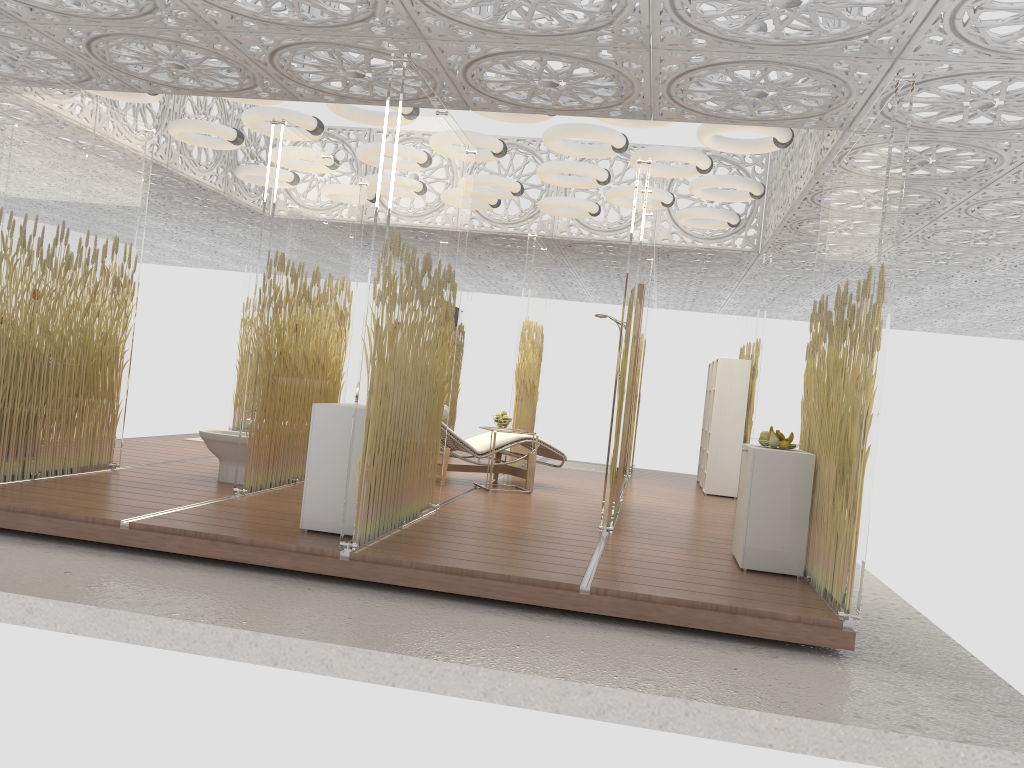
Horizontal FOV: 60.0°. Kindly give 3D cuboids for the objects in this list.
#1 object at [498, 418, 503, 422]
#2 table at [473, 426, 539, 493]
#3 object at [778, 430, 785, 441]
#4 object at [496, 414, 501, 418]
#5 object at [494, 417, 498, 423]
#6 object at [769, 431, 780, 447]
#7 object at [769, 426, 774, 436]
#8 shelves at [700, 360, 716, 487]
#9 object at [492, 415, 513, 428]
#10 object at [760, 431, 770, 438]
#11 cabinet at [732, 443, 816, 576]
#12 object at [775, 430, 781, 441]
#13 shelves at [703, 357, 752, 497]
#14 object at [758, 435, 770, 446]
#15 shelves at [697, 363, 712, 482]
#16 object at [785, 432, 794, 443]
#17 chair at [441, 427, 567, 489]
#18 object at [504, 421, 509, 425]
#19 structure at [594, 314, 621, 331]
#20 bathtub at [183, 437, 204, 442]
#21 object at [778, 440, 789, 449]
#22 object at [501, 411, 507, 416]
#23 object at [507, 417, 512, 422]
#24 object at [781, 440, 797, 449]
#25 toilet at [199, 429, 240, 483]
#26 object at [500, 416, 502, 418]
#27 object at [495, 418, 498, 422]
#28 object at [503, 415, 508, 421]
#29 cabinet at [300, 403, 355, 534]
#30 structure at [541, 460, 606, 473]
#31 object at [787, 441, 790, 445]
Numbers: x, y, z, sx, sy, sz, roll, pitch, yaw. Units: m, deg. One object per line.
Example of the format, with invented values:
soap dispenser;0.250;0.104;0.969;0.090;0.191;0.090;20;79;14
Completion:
object;-0.105;0.325;7.988;0.047;0.045;0.047;6;0;13
table;-0.057;0.677;8.016;0.420;0.535;0.420;6;0;-21
object;1.680;0.322;5.517;0.045;0.064;0.202;6;0;13
object;-0.125;0.289;8.001;0.047;0.045;0.047;6;0;10
object;-0.132;0.324;8.059;0.058;0.058;0.058;6;0;-24
object;1.608;0.339;5.436;0.064;0.097;0.064;6;0;0
object;1.633;0.303;5.542;0.035;0.084;0.200;6;0;31
shelves;2.434;0.474;10.289;0.344;1.460;0.366;6;0;9
object;-0.086;0.348;8.042;0.206;0.105;0.206;6;0;-36
object;1.607;0.333;5.606;0.077;0.067;0.078;6;0;11
cabinet;1.606;0.755;5.487;0.358;0.712;0.595;6;0;9
object;1.663;0.329;5.535;0.032;0.085;0.186;6;0;21
shelves;2.321;0.461;9.595;0.344;1.460;0.366;6;0;9
object;1.563;0.350;5.495;0.066;0.065;0.091;6;0;24
shelves;2.547;0.487;10.983;0.344;1.460;0.366;6;0;9
object;1.722;0.335;5.546;0.051;0.079;0.186;6;0;-12
chair;-0.347;0.522;8.329;1.787;0.811;0.635;6;0;-31
object;-0.047;0.351;8.006;0.045;0.042;0.045;6;0;4
structure;1.307;-0.099;11.374;0.624;2.402;0.433;6;0;-4
bathtub;-3.073;0.757;10.321;0.700;0.582;1.700;6;0;9
object;1.664;0.373;5.439;0.055;0.055;0.066;6;0;-33
object;-0.072;0.270;8.035;0.055;0.056;0.055;6;0;9
object;-0.028;0.324;8.045;0.055;0.048;0.054;6;0;3
object;1.726;0.361;5.549;0.035;0.092;0.194;6;0;-22
toilet;-2.099;0.500;6.788;0.611;0.506;0.401;6;0;9
object;-0.106;0.303;8.034;0.040;0.038;0.040;6;0;-20
object;-0.138;0.325;8.018;0.040;0.040;0.039;6;0;1
object;-0.061;0.307;8.001;0.055;0.054;0.050;6;0;-21
cabinet;-0.944;0.488;5.285;0.358;0.712;0.595;6;0;9
structure;0.864;1.082;11.498;0.879;0.039;1.053;6;0;9
object;1.697;0.358;5.536;0.030;0.090;0.195;6;0;-7
